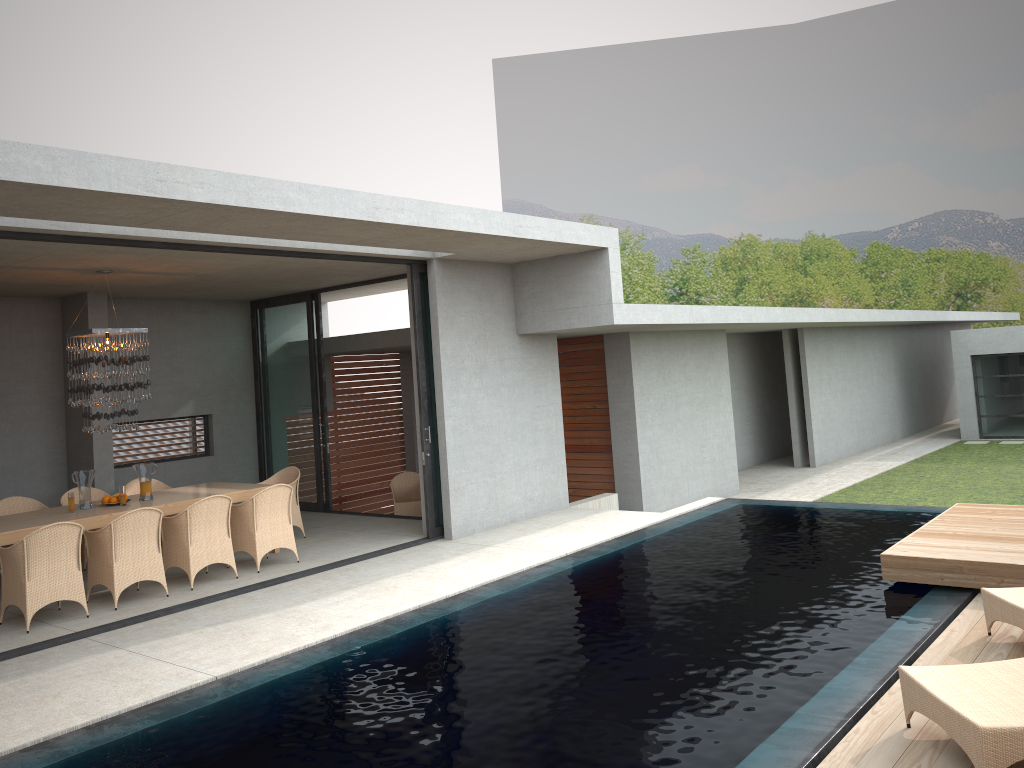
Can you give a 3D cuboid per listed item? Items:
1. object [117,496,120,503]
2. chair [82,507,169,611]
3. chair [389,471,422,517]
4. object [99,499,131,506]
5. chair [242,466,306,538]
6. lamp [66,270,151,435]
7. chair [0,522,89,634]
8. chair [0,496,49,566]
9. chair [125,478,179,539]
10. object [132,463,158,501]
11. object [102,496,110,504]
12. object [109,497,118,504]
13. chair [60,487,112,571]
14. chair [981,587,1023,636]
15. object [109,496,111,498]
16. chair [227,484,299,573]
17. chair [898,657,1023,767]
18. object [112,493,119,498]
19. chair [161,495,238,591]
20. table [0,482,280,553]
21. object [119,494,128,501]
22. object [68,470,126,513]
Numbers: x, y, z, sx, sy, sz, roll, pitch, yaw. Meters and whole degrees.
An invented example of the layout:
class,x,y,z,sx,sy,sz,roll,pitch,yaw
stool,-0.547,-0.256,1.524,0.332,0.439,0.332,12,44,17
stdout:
class,x,y,z,sx,sy,sz,roll,pitch,yaw
object,-4.079,1.205,9.234,0.086,0.087,0.086,-5,-2,30
chair,-3.579,1.571,8.212,0.627,0.868,0.618,-6,-3,39
chair,-1.710,1.916,14.626,0.617,0.868,0.627,-4,-2,-6
object,-4.157,1.248,9.262,0.309,0.034,0.309,-4,1,8
chair,-2.913,1.479,10.806,0.614,0.868,0.630,-6,-3,39
lamp,-4.337,-0.341,9.486,0.615,1.764,0.619,-7,-4,39
chair,-4.047,1.614,7.641,0.627,0.868,0.618,-6,-3,39
chair,-5.281,1.667,9.576,0.627,0.868,0.618,-6,-3,39
chair,-4.344,1.581,10.720,0.627,0.868,0.618,-6,-3,39
object,-3.939,1.052,9.498,0.192,0.388,0.192,-5,-3,21
object,-4.223,1.215,9.203,0.094,0.095,0.095,-5,-2,29
object,-4.139,1.214,9.176,0.081,0.081,0.080,-3,-2,-22
chair,-4.812,1.624,10.148,0.627,0.868,0.618,-6,-3,39
chair,3.393,1.190,4.587,0.700,0.830,2.288,-4,0,-1
object,-4.245,1.218,9.290,0.086,0.087,0.086,-4,-1,0
chair,-2.642,1.485,9.356,0.627,0.868,0.618,-6,-3,39
chair,2.290,1.291,3.318,0.700,0.830,2.288,-4,0,-1
object,-4.137,1.168,9.227,0.071,0.048,0.071,-4,-1,0
chair,-3.110,1.528,8.784,0.627,0.868,0.618,-6,-3,39
table,-4.182,1.649,9.176,1.274,0.760,3.262,-4,0,39
object,-4.103,1.203,9.323,0.094,0.095,0.094,-5,-2,28
object,-4.306,1.084,9.121,0.542,0.388,0.323,-4,-2,-35
